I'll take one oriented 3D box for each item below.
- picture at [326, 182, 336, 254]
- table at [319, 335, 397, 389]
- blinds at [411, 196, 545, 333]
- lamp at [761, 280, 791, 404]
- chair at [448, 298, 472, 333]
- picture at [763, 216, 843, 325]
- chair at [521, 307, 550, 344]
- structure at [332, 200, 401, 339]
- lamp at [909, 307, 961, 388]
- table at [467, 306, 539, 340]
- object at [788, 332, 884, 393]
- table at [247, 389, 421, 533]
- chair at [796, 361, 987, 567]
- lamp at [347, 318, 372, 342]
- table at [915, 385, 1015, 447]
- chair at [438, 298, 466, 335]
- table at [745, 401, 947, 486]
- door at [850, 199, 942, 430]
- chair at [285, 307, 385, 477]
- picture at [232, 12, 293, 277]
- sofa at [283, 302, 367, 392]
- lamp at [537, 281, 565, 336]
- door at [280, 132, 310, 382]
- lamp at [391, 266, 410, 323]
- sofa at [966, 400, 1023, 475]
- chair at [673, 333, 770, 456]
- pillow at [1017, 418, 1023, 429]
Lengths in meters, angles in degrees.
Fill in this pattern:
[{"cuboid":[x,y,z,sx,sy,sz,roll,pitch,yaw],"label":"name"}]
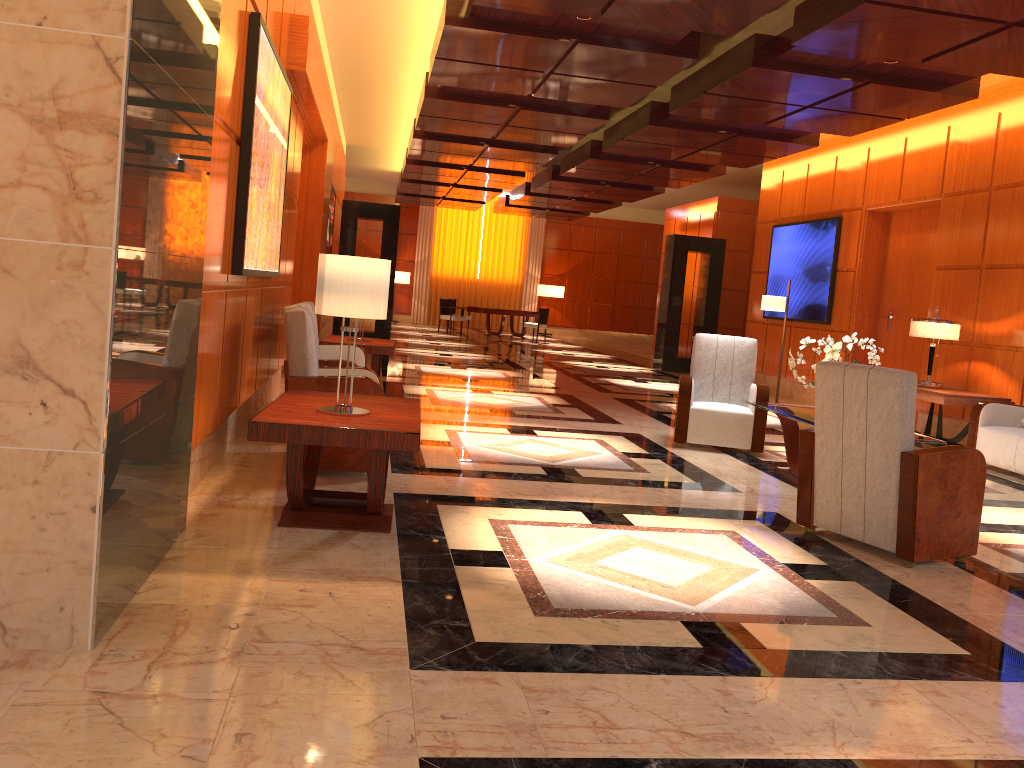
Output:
[{"cuboid":[-2.911,-2.391,14.052,0.056,1.448,2.003,5,5,-9],"label":"picture"},{"cuboid":[-1.610,-0.190,9.294,0.724,0.532,1.172,5,5,-6],"label":"table"},{"cuboid":[-1.010,-3.722,26.972,3.851,4.054,0.149,4,4,-9],"label":"blinds"},{"cuboid":[3.436,-0.523,11.467,0.526,1.656,0.361,4,4,-19],"label":"lamp"},{"cuboid":[-1.432,-1.811,23.569,0.577,0.892,0.585,7,4,19],"label":"chair"},{"cuboid":[4.178,-1.634,12.880,0.056,1.448,2.003,5,5,-9],"label":"picture"},{"cuboid":[0.600,-1.469,22.005,0.578,0.892,0.584,8,5,34],"label":"chair"},{"cuboid":[-2.541,-1.887,15.440,0.985,2.492,0.502,5,4,-9],"label":"structure"},{"cuboid":[4.190,-0.375,8.829,0.460,0.792,0.458,9,6,42],"label":"lamp"},{"cuboid":[-0.124,-1.545,22.723,2.106,0.739,0.786,1,6,-38],"label":"table"},{"cuboid":[2.333,-0.069,6.338,0.787,0.616,0.419,2,5,-32],"label":"object"},{"cuboid":[-0.834,0.384,4.358,0.724,0.532,1.172,5,5,-6],"label":"table"},{"cuboid":[1.982,0.383,4.681,0.628,0.958,0.740,3,5,-30],"label":"chair"},{"cuboid":[3.255,0.041,5.055,13.037,0.733,0.335,10,6,40],"label":"lamp"},{"cuboid":[4.204,0.347,8.818,0.725,0.605,1.275,4,5,-9],"label":"table"},{"cuboid":[-1.560,-1.695,22.318,0.577,0.892,0.585,7,5,29],"label":"chair"},{"cuboid":[2.246,0.492,6.247,0.722,0.494,1.565,5,6,-6],"label":"table"},{"cuboid":[4.726,-0.830,10.725,0.340,2.644,1.543,5,4,-9],"label":"door"},{"cuboid":[-1.099,0.023,5.496,0.628,0.958,0.740,4,4,-10],"label":"chair"},{"cuboid":[-1.633,-1.444,5.913,0.056,1.448,2.003,5,5,-9],"label":"picture"},{"cuboid":[-1.462,-0.158,7.071,0.612,0.930,1.805,4,5,-9],"label":"sofa"},{"cuboid":[1.122,-2.295,26.774,0.812,1.656,0.811,8,5,31],"label":"lamp"},{"cuboid":[-2.497,-1.356,9.528,0.340,2.644,1.505,5,4,-9],"label":"door"},{"cuboid":[-3.448,-2.630,26.028,0.812,1.656,0.811,8,5,31],"label":"lamp"},{"cuboid":[4.550,0.376,7.134,0.612,0.930,1.805,4,5,-9],"label":"sofa"},{"cuboid":[1.814,0.063,7.667,0.738,0.958,0.630,6,4,10],"label":"chair"},{"cuboid":[4.522,0.298,7.587,0.195,0.226,0.345,5,5,-4],"label":"pillow"}]
